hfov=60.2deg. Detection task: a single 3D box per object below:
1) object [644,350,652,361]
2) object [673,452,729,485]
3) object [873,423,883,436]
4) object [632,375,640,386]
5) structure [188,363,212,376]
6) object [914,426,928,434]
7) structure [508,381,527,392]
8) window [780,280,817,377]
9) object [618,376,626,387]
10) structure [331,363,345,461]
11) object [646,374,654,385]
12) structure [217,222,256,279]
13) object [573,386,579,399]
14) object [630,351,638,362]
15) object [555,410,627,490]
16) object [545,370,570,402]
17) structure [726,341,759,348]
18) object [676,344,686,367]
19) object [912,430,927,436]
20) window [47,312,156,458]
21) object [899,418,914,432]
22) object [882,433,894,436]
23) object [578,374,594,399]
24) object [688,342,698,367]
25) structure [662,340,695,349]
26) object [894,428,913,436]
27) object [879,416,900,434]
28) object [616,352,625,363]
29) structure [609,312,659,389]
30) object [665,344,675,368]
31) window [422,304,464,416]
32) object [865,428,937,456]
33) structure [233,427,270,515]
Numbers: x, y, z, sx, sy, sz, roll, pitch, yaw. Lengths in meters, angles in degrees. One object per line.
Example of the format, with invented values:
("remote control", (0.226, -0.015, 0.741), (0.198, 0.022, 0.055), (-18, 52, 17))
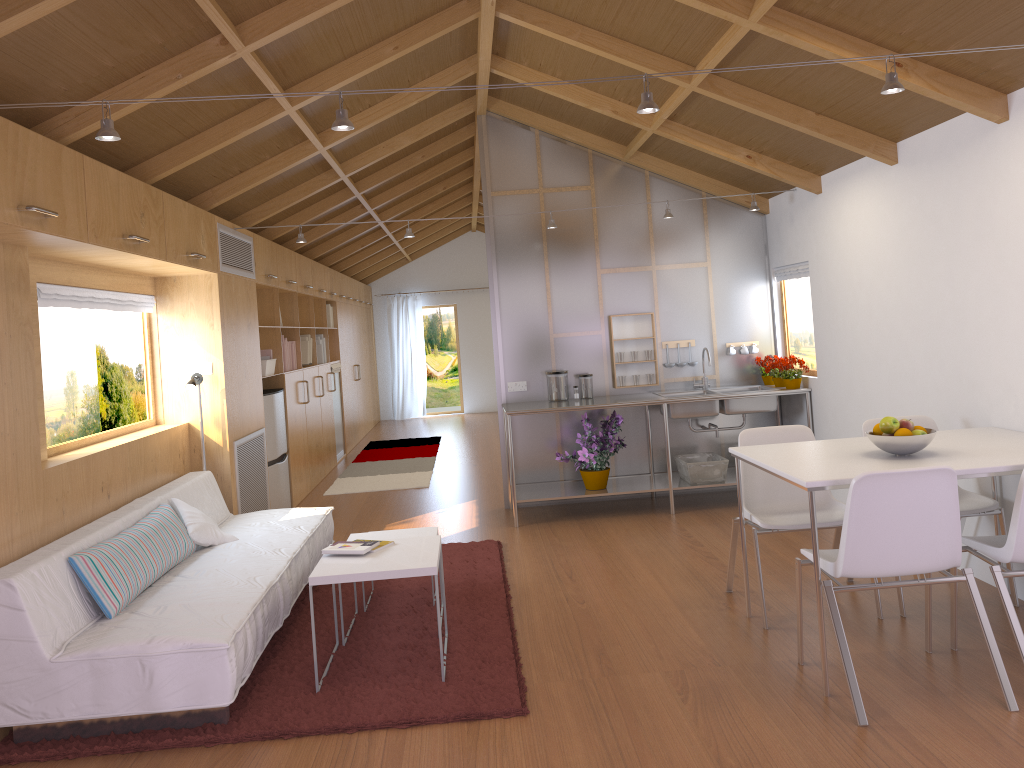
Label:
("object", (1.018, -0.213, 6.609), (0.061, 0.077, 0.061), (-5, 1, -29))
("object", (1.340, 0.600, 6.267), (0.299, 0.159, 0.415), (-4, 3, -3))
("object", (1.460, 0.187, 3.490), (0.068, 0.068, 0.067), (-5, 2, -27))
("object", (0.928, -0.028, 6.601), (0.061, 0.077, 0.061), (-5, 1, -29))
("structure", (-1.909, -0.091, 5.414), (0.142, 0.071, 0.011), (-4, -1, -3))
("object", (1.579, 0.196, 3.438), (0.067, 0.066, 0.068), (-3, 2, 41))
("structure", (0.039, 0.019, 6.598), (0.142, 0.071, 0.011), (-4, -1, -3))
("window", (2.075, -0.462, 6.319), (0.026, 0.795, 0.724), (-4, 1, -3))
("object", (0.824, -0.021, 6.595), (0.061, 0.077, 0.061), (-4, 1, 9))
("structure", (-2.082, 0.310, 9.928), (0.316, 1.079, 0.725), (-4, 1, -3))
("object", (1.031, -0.036, 6.606), (0.061, 0.077, 0.061), (-5, 1, -29))
("structure", (-1.843, -0.878, 5.928), (0.013, 0.300, 0.903), (-4, 3, -3))
("object", (0.467, 0.060, 6.427), (0.037, 0.092, 0.037), (-4, 0, 12))
("object", (0.915, -0.205, 6.603), (0.061, 0.077, 0.061), (-5, 1, -29))
("object", (0.579, 0.459, 6.187), (0.525, 0.553, 0.351), (-4, 0, -12))
("object", (0.338, 0.014, 6.498), (0.172, 0.216, 0.172), (-4, 1, 11))
("structure", (1.745, -0.300, 6.673), (0.251, 0.032, 0.041), (-4, 2, -3))
("object", (1.264, -0.216, 6.620), (0.074, 0.183, 0.075), (-4, 0, 29))
("object", (1.551, 0.208, 3.374), (0.070, 0.069, 0.077), (-4, 2, -2))
("window", (-2.177, -0.099, 4.651), (0.035, 0.790, 1.497), (-4, 3, -3))
("object", (1.522, 0.166, 3.419), (0.063, 0.067, 0.062), (-3, 1, 35))
("object", (1.469, 0.217, 3.423), (0.080, 0.089, 0.078), (-5, 1, -44))
("object", (0.547, 0.019, 6.528), (0.113, 0.177, 0.113), (-4, 0, 18))
("object", (1.349, -0.222, 6.624), (0.074, 0.183, 0.075), (-4, 0, 29))
("structure", (1.257, -0.300, 6.661), (0.251, 0.051, 0.016), (-4, 0, -3))
("object", (1.486, 0.201, 3.355), (0.068, 0.068, 0.067), (-5, 2, -27))
("object", (1.449, 0.158, 3.393), (0.070, 0.069, 0.077), (-4, 2, -2))
("object", (0.812, -0.198, 6.598), (0.061, 0.077, 0.061), (-4, 1, 9))
("structure", (0.912, -0.251, 6.612), (0.328, 0.545, 0.076), (-4, -1, -3))
("object", (1.178, -0.209, 6.615), (0.074, 0.183, 0.075), (-4, 0, 29))
("window", (-1.280, -0.388, 14.448), (0.874, 1.788, 0.026), (-4, -1, -3))
("object", (1.507, 0.229, 3.420), (0.254, 0.090, 0.256), (-2, 4, 39))
("structure", (-1.732, 0.696, 5.929), (0.013, 0.721, 0.820), (-4, 2, -3))
